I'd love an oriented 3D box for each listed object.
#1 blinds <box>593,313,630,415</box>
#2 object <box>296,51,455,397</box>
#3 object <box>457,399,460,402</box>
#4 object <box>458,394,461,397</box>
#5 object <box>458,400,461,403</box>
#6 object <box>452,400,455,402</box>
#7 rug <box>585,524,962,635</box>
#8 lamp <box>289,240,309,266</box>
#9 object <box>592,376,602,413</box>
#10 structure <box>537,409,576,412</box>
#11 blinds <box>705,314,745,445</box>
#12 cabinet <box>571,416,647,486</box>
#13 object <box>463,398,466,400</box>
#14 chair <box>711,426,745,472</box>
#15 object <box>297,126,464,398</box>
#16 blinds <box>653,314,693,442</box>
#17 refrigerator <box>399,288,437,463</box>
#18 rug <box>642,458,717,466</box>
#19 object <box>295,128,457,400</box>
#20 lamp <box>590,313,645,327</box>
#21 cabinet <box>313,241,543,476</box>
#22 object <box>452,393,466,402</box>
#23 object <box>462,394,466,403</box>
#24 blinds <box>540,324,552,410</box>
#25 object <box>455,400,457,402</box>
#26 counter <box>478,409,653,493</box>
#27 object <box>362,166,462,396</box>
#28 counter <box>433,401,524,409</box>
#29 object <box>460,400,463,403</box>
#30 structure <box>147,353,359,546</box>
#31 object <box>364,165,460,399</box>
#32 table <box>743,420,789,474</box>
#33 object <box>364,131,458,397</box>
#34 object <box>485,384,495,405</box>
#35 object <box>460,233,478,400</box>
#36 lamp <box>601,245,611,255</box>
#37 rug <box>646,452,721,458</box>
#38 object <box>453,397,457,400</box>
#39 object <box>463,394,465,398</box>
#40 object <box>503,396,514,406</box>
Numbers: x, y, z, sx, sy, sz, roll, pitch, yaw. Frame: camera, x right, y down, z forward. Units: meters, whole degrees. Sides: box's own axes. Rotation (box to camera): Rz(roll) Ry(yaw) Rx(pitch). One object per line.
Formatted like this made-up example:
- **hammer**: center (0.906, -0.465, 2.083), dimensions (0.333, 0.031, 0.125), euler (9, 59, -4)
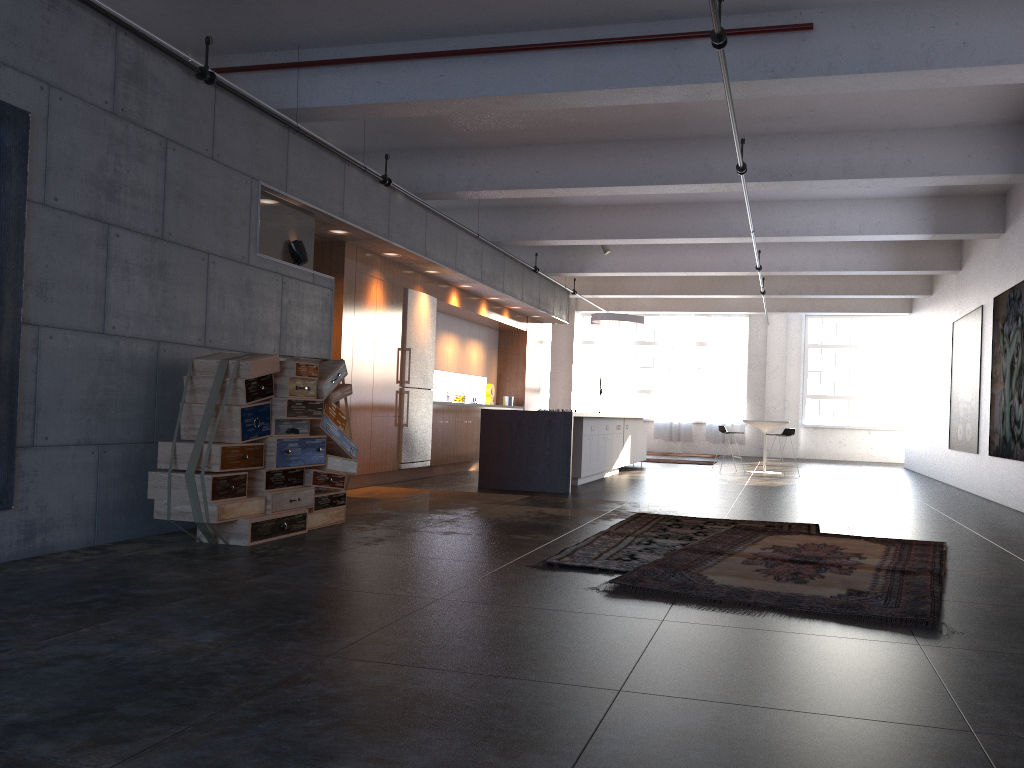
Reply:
- **blinds**: center (2.765, -0.338, 24.172), dimensions (1.021, 3.674, 0.365), euler (2, -1, 14)
- **object**: center (-0.921, 0.199, 14.310), dimensions (0.052, 0.053, 0.062), euler (3, -1, -26)
- **object**: center (-0.858, 0.263, 14.236), dimensions (0.052, 0.053, 0.062), euler (2, -1, -2)
- **object**: center (-1.769, -1.058, 9.459), dimensions (0.058, 2.164, 9.982), euler (2, -2, 11)
- **object**: center (-1.739, -1.246, 11.500), dimensions (0.057, 2.866, 6.029), euler (2, -2, 18)
- **object**: center (-4.120, 0.510, 8.624), dimensions (0.053, 1.095, 12.980), euler (2, -2, 29)
- **rug**: center (1.929, 1.167, 5.812), dimensions (1.845, 0.048, 3.583), euler (1, -2, 26)
- **lamp**: center (-1.915, -1.153, 7.871), dimensions (0.212, 0.258, 0.171), euler (2, -1, -3)
- **object**: center (2.075, 0.767, 22.230), dimensions (1.167, 1.919, 1.068), euler (2, -1, 16)
- **structure**: center (0.678, 0.405, 12.955), dimensions (0.506, 0.071, 0.647), euler (2, -2, 16)
- **blinds**: center (5.696, -0.274, 23.386), dimensions (1.019, 3.750, 0.345), euler (2, -1, 13)
- **cabinet**: center (1.330, 0.994, 14.386), dimensions (0.911, 0.930, 5.714), euler (2, -2, 17)
- **object**: center (-3.775, -1.115, 9.206), dimensions (0.061, 2.209, 12.038), euler (2, -2, 31)
- **chair**: center (3.922, 1.205, 15.997), dimensions (0.508, 0.895, 0.461), euler (2, -1, -7)
- **object**: center (-1.295, -0.978, 10.903), dimensions (0.053, 2.168, 6.912), euler (2, -2, 9)
- **blinds**: center (4.387, -0.304, 23.730), dimensions (1.026, 3.696, 0.342), euler (2, -1, 12)
- **refrigerator**: center (-1.272, -0.088, 11.560), dimensions (0.217, 2.190, 0.965), euler (2, -1, 14)
- **rug**: center (2.932, 1.638, 19.138), dimensions (2.852, 0.029, 1.876), euler (2, -2, 16)
- **object**: center (-0.895, 0.247, 14.315), dimensions (0.052, 0.053, 0.061), euler (3, -2, -31)
- **lamp**: center (1.846, -1.193, 16.518), dimensions (1.026, 0.130, 1.060), euler (3, -2, -28)
- **cabinet**: center (-1.769, -0.134, 13.768), dimensions (2.352, 2.561, 8.201), euler (2, -2, 17)
- **object**: center (-4.244, 0.446, 8.608), dimensions (0.933, 1.214, 13.420), euler (2, -2, 28)
- **object**: center (-0.822, 0.232, 15.010), dimensions (0.059, 0.209, 0.146), euler (2, -1, 17)
- **blinds**: center (1.339, -0.378, 24.584), dimensions (1.015, 3.712, 0.318), euler (2, -1, 14)
- **object**: center (-0.886, 0.287, 14.267), dimensions (0.050, 0.055, 0.061), euler (2, -1, 7)
- **counter**: center (1.139, 0.939, 13.798), dimensions (1.129, 0.971, 6.734), euler (2, -2, 17)
- **object**: center (-0.817, 0.193, 14.361), dimensions (0.062, 0.051, 0.053), euler (2, -1, 8)
- **counter**: center (-1.200, 0.323, 14.386), dimensions (1.589, 0.039, 4.512), euler (2, -2, 17)
- **object**: center (0.076, -0.774, 15.440), dimensions (0.056, 2.309, 2.978), euler (2, -1, 35)
- **structure**: center (-1.746, 0.428, 6.531), dimensions (0.631, 1.314, 1.936), euler (2, -1, 17)
- **object**: center (-1.144, -0.952, 11.500), dimensions (0.056, 2.189, 5.662), euler (2, -2, 7)
- **table**: center (4.617, 1.146, 16.150), dimensions (0.819, 0.951, 0.838), euler (2, -1, 16)
- **object**: center (-0.897, 0.185, 14.248), dimensions (0.051, 0.059, 0.058), euler (3, -2, -39)
- **object**: center (-0.380, 0.186, 15.554), dimensions (0.098, 0.381, 0.277), euler (2, -1, 17)
- **object**: center (-0.628, -0.883, 13.083), dimensions (0.053, 2.227, 2.399), euler (2, -1, -7)
- **lamp**: center (1.572, -2.325, 14.958), dimensions (0.222, 0.287, 0.132), euler (2, -1, -1)
- **rug**: center (3.734, 1.793, 22.791), dimensions (3.096, 0.009, 1.835), euler (2, -2, 15)
- **object**: center (-0.917, 0.233, 14.256), dimensions (0.053, 0.054, 0.061), euler (2, -1, 7)
- **object**: center (-0.783, 0.197, 14.323), dimensions (0.056, 0.060, 0.054), euler (1, -2, 39)
- **object**: center (-0.068, 0.316, 16.132), dimensions (0.194, 0.170, 0.187), euler (3, -1, -25)
